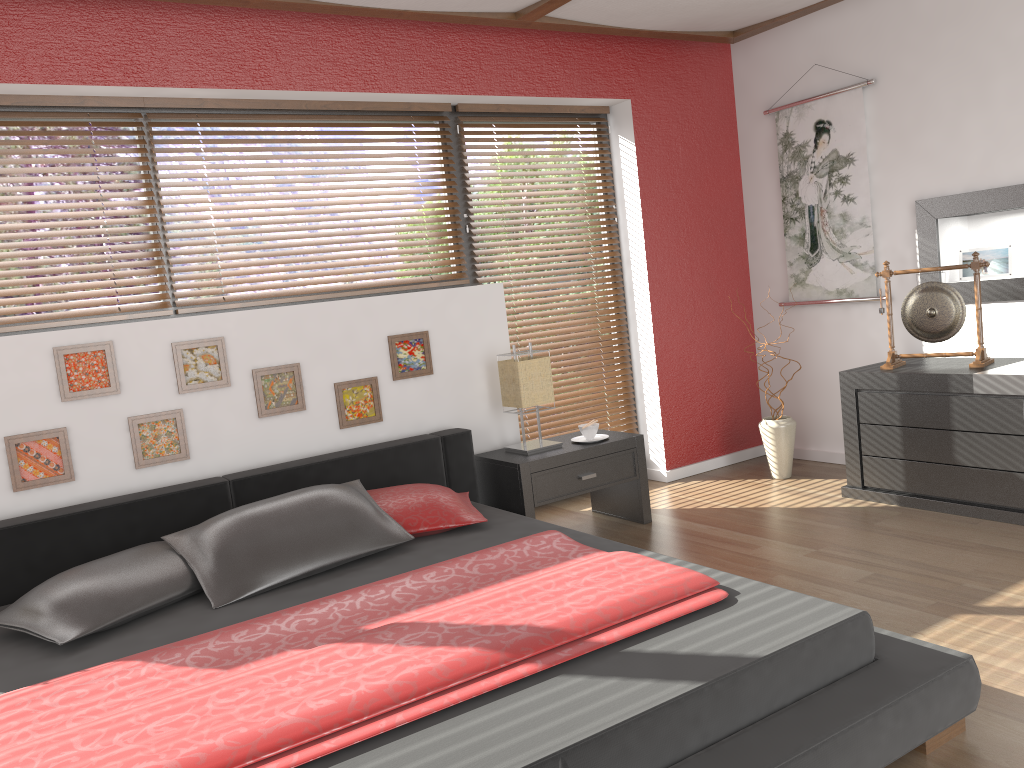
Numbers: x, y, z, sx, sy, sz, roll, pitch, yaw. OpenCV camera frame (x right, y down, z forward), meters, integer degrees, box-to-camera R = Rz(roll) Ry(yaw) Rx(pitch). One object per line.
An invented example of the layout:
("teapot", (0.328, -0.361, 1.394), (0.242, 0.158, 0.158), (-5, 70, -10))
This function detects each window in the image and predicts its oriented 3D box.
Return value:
("window", (0.198, -0.475, 4.806), (0.889, 1.893, 0.020), (-10, 7, -32))
("window", (-1.489, -0.717, 3.716), (2.817, 0.786, 0.020), (-10, 7, -32))

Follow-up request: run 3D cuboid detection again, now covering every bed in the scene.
("bed", (-0.586, 0.691, 2.441), (2.469, 0.577, 2.413), (-10, 7, -32))

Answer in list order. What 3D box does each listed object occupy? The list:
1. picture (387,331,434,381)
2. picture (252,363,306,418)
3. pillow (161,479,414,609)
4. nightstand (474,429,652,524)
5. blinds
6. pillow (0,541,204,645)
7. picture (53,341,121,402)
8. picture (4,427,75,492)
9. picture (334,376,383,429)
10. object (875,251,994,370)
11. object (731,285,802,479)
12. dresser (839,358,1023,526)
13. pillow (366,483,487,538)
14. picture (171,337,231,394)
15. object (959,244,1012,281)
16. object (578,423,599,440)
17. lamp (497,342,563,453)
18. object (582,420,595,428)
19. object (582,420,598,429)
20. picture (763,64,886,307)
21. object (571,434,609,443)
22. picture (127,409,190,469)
("picture", (-0.454, -0.128, 3.979), (0.200, 0.200, 0.010), (-10, 7, -32))
("picture", (-0.960, 0.025, 3.660), (0.200, 0.200, 0.010), (-10, 7, -32))
("pillow", (-0.752, 0.506, 3.017), (0.744, 0.241, 0.386), (-11, 8, -37))
("nightstand", (0.244, 0.492, 4.156), (0.700, 0.423, 0.413), (-10, 7, -32))
("blinds", (-1.390, -0.143, 3.718), (4.840, 1.952, 0.032), (-10, 7, -32))
("pillow", (-1.220, 0.632, 2.824), (0.418, 0.172, 0.745), (-3, 7, 33))
("picture", (-1.566, -0.048, 3.269), (0.200, 0.200, 0.010), (-10, 7, -32))
("picture", (-1.699, 0.271, 3.194), (0.200, 0.200, 0.010), (-10, 7, -32))
("picture", (-0.665, 0.081, 3.850), (0.200, 0.200, 0.010), (-10, 7, -32))
("object", (1.895, -0.327, 3.994), (0.490, 0.498, 0.173), (-1, 8, 43))
("object", (1.348, -0.001, 4.704), (0.364, 1.035, 0.422), (-3, 7, 33))
("dresser", (2.246, 0.227, 3.643), (0.540, 0.608, 1.740), (-10, 7, -32))
("pillow", (-0.488, 0.493, 3.352), (0.745, 0.172, 0.418), (-8, 6, -13))
("picture", (-1.221, -0.075, 3.489), (0.200, 0.200, 0.010), (-10, 7, -32))
("object", (2.245, -0.575, 4.207), (0.226, 0.146, 0.041), (-2, 8, 37))
("object", (0.363, 0.226, 4.157), (0.099, 0.069, 0.099), (-7, 6, -7))
("lamp", (0.072, 0.053, 4.078), (0.200, 0.480, 0.200), (-10, 7, -32))
("object", (0.359, 0.188, 4.160), (0.007, 0.007, 0.192), (-4, 7, 22))
("object", (0.364, 0.189, 4.137), (0.007, 0.007, 0.192), (-3, 7, 27))
("picture", (1.664, -1.062, 4.746), (0.028, 1.270, 0.701), (-10, 7, -32))
("object", (0.366, 0.258, 4.160), (0.179, 0.012, 0.179), (-7, 6, -7))
("picture", (-1.356, 0.210, 3.412), (0.200, 0.200, 0.010), (-10, 7, -32))
